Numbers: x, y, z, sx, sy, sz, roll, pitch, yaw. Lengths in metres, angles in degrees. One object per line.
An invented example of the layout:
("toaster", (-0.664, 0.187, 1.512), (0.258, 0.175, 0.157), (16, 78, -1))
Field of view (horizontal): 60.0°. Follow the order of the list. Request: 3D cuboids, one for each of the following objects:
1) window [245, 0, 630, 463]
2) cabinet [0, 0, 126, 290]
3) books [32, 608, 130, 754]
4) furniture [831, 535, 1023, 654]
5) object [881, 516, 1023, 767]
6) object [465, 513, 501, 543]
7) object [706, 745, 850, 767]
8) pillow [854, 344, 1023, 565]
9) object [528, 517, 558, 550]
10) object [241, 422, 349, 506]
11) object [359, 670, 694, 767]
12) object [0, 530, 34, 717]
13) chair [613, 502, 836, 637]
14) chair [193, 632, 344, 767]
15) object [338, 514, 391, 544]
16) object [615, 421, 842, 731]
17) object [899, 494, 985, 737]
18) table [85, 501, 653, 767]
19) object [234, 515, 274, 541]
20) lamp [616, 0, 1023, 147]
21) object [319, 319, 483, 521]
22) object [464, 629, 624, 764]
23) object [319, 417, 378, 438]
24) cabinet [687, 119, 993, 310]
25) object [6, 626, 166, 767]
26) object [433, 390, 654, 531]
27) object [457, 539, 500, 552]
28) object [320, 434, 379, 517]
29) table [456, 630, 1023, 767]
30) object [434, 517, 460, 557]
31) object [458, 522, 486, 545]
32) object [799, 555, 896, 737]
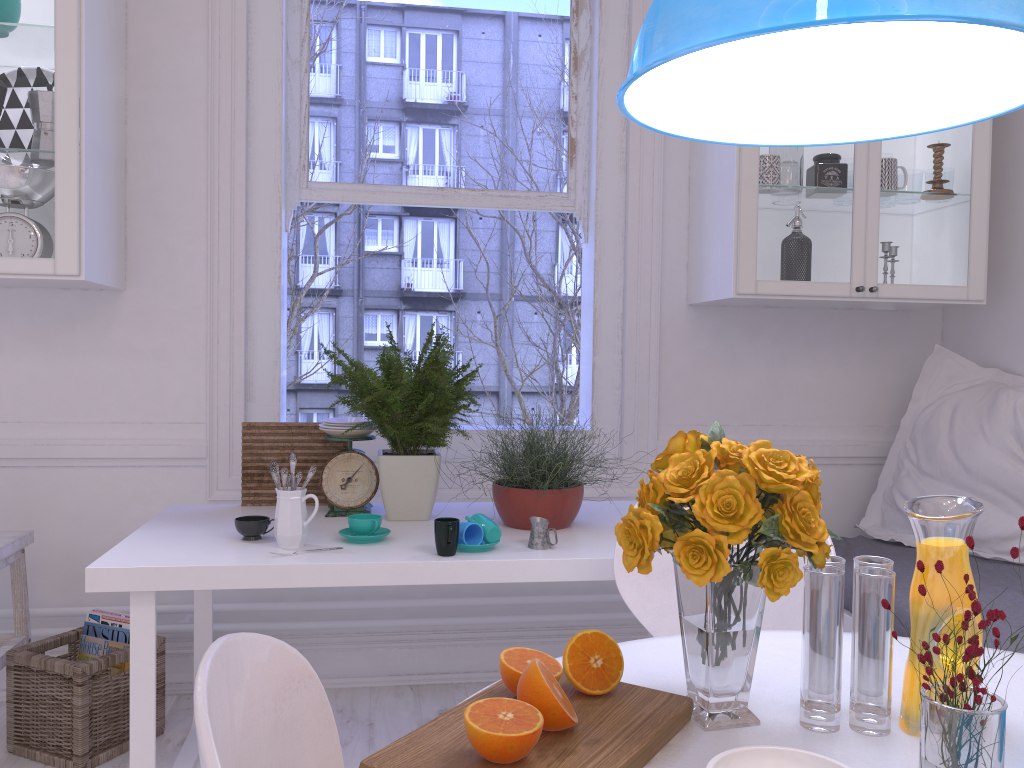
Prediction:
("window", (-0.241, -0.633, 2.979), (1.234, 1.782, 0.181), (1, 2, -9))
("cabinet", (-1.550, -0.940, 2.426), (0.823, 1.311, 0.425), (1, 2, -9))
("books", (-1.127, 0.793, 2.382), (0.221, 0.306, 0.205), (2, 2, 25))
("furniture", (1.380, 0.785, 1.289), (0.769, 0.508, 3.296), (1, 2, -9))
("object", (0.444, 0.265, 0.847), (0.128, 0.287, 0.128), (1, 2, -7))
("object", (-0.067, 0.328, 2.010), (0.069, 0.059, 0.082), (0, 2, -31))
("object", (0.247, 0.382, 0.796), (0.147, 0.052, 0.147), (2, 2, 34))
("pillow", (1.426, 0.197, 2.756), (0.374, 0.642, 0.677), (-1, 2, -38))
("object", (0.070, 0.339, 2.023), (0.066, 0.067, 0.052), (1, 2, -8))
("object", (-0.615, 0.228, 2.520), (0.294, 0.237, 0.028), (1, 2, -9))
("object", (0.032, 0.386, 0.969), (0.224, 0.024, 0.347), (2, 2, 31))
("object", (-1.519, 0.692, 2.217), (0.418, 0.534, 0.599), (1, 2, -9))
("chair", (0.283, 0.591, 1.527), (0.604, 0.845, 0.483), (2, 2, 37))
("chair", (0.012, 0.616, 0.685), (0.483, 0.845, 0.604), (1, 2, -9))
("object", (-0.343, 0.337, 2.069), (0.121, 0.055, 0.121), (2, 2, 32))
("object", (0.253, 0.224, 1.046), (0.234, 0.351, 0.235), (-1, 3, -44))
("object", (0.511, 0.270, 1.053), (0.094, 0.267, 0.116), (2, 2, 18))
("table", (-0.164, 0.671, 2.256), (1.514, 0.619, 0.736), (1, 2, -9))
("object", (-0.603, 0.336, 2.062), (0.082, 0.048, 0.079), (3, 3, 41))
("lamp", (0.442, -1.357, 1.160), (0.568, 1.948, 0.568), (2, 2, 25))
("object", (-0.282, 0.092, 2.341), (0.438, 0.527, 0.368), (1, 2, -9))
("object", (0.021, 0.337, 0.990), (0.129, 0.075, 0.285), (2, 2, 27))
("object", (-0.449, 0.120, 2.444), (0.164, 0.047, 0.163), (3, 3, 41))
("cabinet", (1.039, -0.911, 2.822), (0.823, 1.311, 0.425), (1, 2, -9))
("object", (-1.133, 0.827, 2.371), (0.276, 0.270, 0.276), (2, 2, 25))
("object", (0.084, 0.198, 2.303), (0.668, 0.367, 0.531), (1, 2, 16))
("object", (-0.087, 0.360, 1.999), (0.121, 0.021, 0.121), (2, 2, 32))
("object", (-0.445, 0.247, 2.439), (0.159, 0.208, 0.185), (1, 2, -9))
("table", (0.438, 0.724, 0.851), (1.140, 0.629, 1.140), (2, 2, 20))
("object", (-0.144, 0.334, 1.926), (0.055, 0.077, 0.070), (2, 2, 17))
("object", (-0.101, 0.334, 1.993), (0.069, 0.058, 0.080), (0, 2, -36))
("object", (0.402, 0.308, 1.064), (0.101, 0.186, 0.122), (2, 2, 21))
